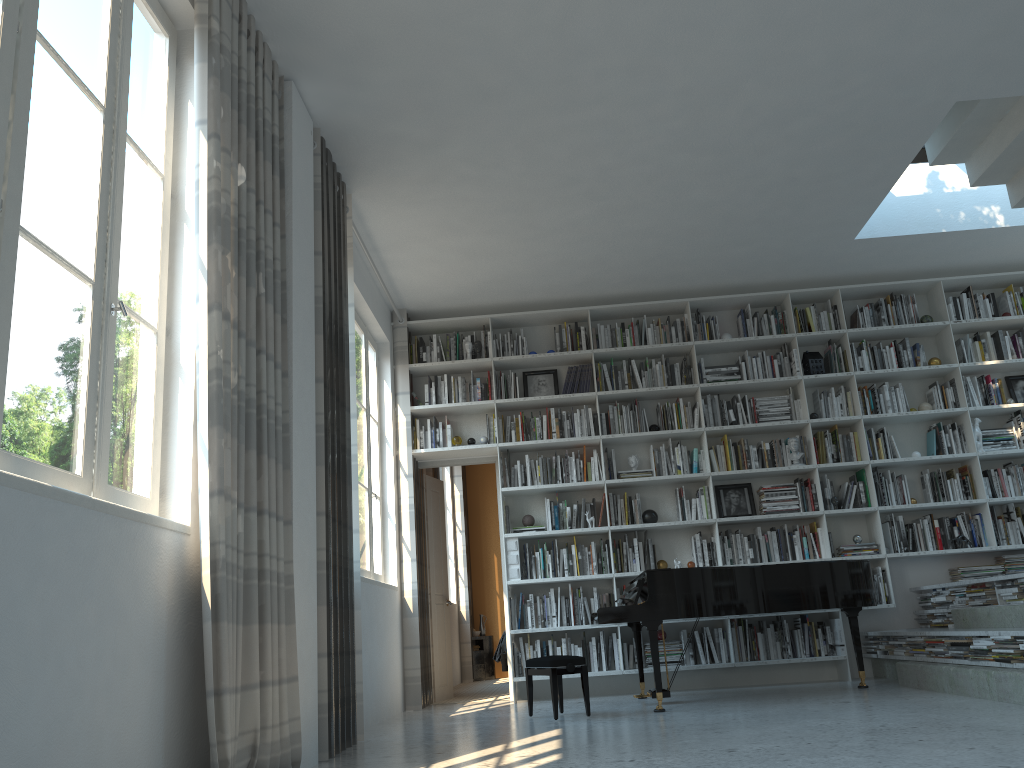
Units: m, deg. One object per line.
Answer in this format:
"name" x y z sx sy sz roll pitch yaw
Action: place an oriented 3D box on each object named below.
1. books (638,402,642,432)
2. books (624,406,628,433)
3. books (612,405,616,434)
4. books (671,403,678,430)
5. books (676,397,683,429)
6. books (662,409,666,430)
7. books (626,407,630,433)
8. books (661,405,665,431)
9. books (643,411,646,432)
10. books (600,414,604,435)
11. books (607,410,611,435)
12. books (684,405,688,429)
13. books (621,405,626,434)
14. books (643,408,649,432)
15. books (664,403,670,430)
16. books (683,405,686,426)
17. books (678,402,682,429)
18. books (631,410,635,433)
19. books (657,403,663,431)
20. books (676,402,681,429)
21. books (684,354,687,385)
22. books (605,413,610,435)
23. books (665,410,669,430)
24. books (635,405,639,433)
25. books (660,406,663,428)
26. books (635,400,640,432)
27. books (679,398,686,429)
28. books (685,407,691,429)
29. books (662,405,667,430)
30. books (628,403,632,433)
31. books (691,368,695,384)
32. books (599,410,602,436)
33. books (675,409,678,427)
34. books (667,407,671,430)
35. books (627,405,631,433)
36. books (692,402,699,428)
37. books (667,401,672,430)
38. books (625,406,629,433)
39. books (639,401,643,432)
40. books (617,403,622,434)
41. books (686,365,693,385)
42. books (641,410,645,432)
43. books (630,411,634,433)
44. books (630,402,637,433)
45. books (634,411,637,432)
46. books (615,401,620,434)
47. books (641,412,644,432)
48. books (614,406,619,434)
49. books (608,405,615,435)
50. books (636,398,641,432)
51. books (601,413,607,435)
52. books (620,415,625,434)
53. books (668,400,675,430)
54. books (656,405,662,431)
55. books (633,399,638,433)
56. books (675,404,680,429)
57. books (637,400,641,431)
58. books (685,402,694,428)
"books" 1.065 0.312 7.418 0.004 0.283 0.167 -4 -16 2
"books" 0.942 0.331 7.396 0.012 0.251 0.184 -4 -16 2
"books" 0.850 0.330 7.415 0.012 0.275 0.157 -4 -15 2
"books" 1.350 0.301 7.379 0.013 0.243 0.189 -4 -16 2
"books" 1.396 0.274 7.404 0.006 0.303 0.166 -4 -15 2
"books" 1.261 0.329 7.406 0.013 0.215 0.150 -4 -16 2
"books" 0.965 0.333 7.418 0.011 0.255 0.152 -4 -16 2
"books" 1.250 0.313 7.393 0.005 0.239 0.174 -4 -16 2
"books" 1.103 0.347 7.414 0.004 0.209 0.132 -4 -16 2
"books" 0.749 0.371 7.410 0.015 0.207 0.186 -4 -16 2
"books" 0.815 0.353 7.422 0.012 0.239 0.134 -4 -15 2
"books" 1.442 0.309 7.400 0.011 0.229 0.166 -4 -16 2
"books" 0.932 0.325 7.396 0.009 0.262 0.190 -5 -16 2
"books" 1.118 0.333 7.409 0.031 0.231 0.148 -4 -16 2
"books" 1.296 0.303 7.416 0.009 0.266 0.150 -4 -15 2
"books" 1.430 0.295 7.400 0.010 0.256 0.140 -4 -15 2
"books" 1.392 0.298 7.395 0.006 0.252 0.181 -4 -16 2
"books" 1.008 0.346 7.420 0.011 0.225 0.130 -4 -15 2
"books" 1.238 0.305 7.425 0.012 0.275 0.129 -4 -15 2
"books" 1.386 0.294 7.403 0.004 0.264 0.142 -4 -15 2
"books" 1.454 -0.084 7.493 0.058 0.301 0.175 -4 -16 2
"books" 0.798 0.368 7.432 0.024 0.218 0.140 -4 -16 2
"books" 1.288 0.334 7.400 0.011 0.199 0.163 -4 -16 2
"books" 1.043 0.323 7.410 0.010 0.261 0.158 -4 -16 2
"books" 1.247 0.321 7.417 0.005 0.238 0.146 -4 -16 2
"books" 1.049 0.299 7.430 0.005 0.315 0.157 -4 -15 2
"books" 1.413 0.282 7.398 0.022 0.284 0.190 -4 -16 2
"books" 1.459 0.314 7.397 0.024 0.215 0.142 -4 -16 2
"books" 1.268 0.312 7.384 0.005 0.235 0.179 -4 -16 2
"books" 0.983 0.318 7.411 0.011 0.278 0.169 -4 -16 2
"books" 1.525 -0.029 7.507 0.019 0.193 0.098 -4 -15 2
"books" 0.734 0.339 7.437 0.012 0.284 0.160 -4 -15 2
"books" 1.364 0.313 7.412 0.011 0.235 0.131 -4 -15 2
"books" 1.304 0.318 7.379 0.006 0.215 0.181 -4 -16 2
"books" 0.974 0.326 7.403 0.009 0.260 0.181 -5 -16 2
"books" 1.523 0.290 7.368 0.064 0.236 0.209 -4 -16 2
"books" 1.309 0.295 7.407 0.005 0.274 0.157 -4 -15 2
"books" 0.954 0.331 7.420 0.010 0.261 0.170 -4 -16 2
"books" 1.071 0.305 7.401 0.011 0.286 0.189 -4 -16 2
"books" 0.894 0.321 7.407 0.010 0.282 0.184 -4 -16 2
"books" 1.501 -0.037 7.504 0.028 0.211 0.135 -4 -16 2
"books" 1.095 0.344 7.418 0.012 0.217 0.151 -4 -16 2
"books" 0.996 0.349 7.395 0.011 0.208 0.181 -4 -16 2
"books" 1.016 0.309 7.410 0.011 0.290 0.177 -4 -16 2
"books" 1.031 0.350 7.424 0.012 0.216 0.133 -4 -16 2
"books" 0.884 0.311 7.433 0.011 0.316 0.155 -4 -15 2
"books" 1.084 0.337 7.427 0.009 0.236 0.135 -4 -15 2
"books" 0.868 0.335 7.414 0.024 0.261 0.178 -4 -16 2
"books" 0.832 0.331 7.420 0.026 0.278 0.151 -4 -15 2
"books" 1.054 0.291 7.429 0.005 0.330 0.162 -4 -15 2
"books" 0.772 0.368 7.435 0.029 0.224 0.137 -4 -16 2
"books" 0.918 0.370 7.410 0.029 0.186 0.149 -4 -16 2
"books" 1.328 0.291 7.418 0.033 0.286 0.155 -4 -15 2
"books" 1.230 0.314 7.415 0.005 0.253 0.161 -4 -16 2
"books" 1.035 0.297 7.426 0.004 0.320 0.153 -4 -15 2
"books" 1.376 0.301 7.402 0.017 0.252 0.140 -4 -15 2
"books" 1.060 0.303 7.424 0.005 0.304 0.163 -4 -15 2
"books" 1.481 0.290 7.393 0.022 0.256 0.155 -4 -16 2
